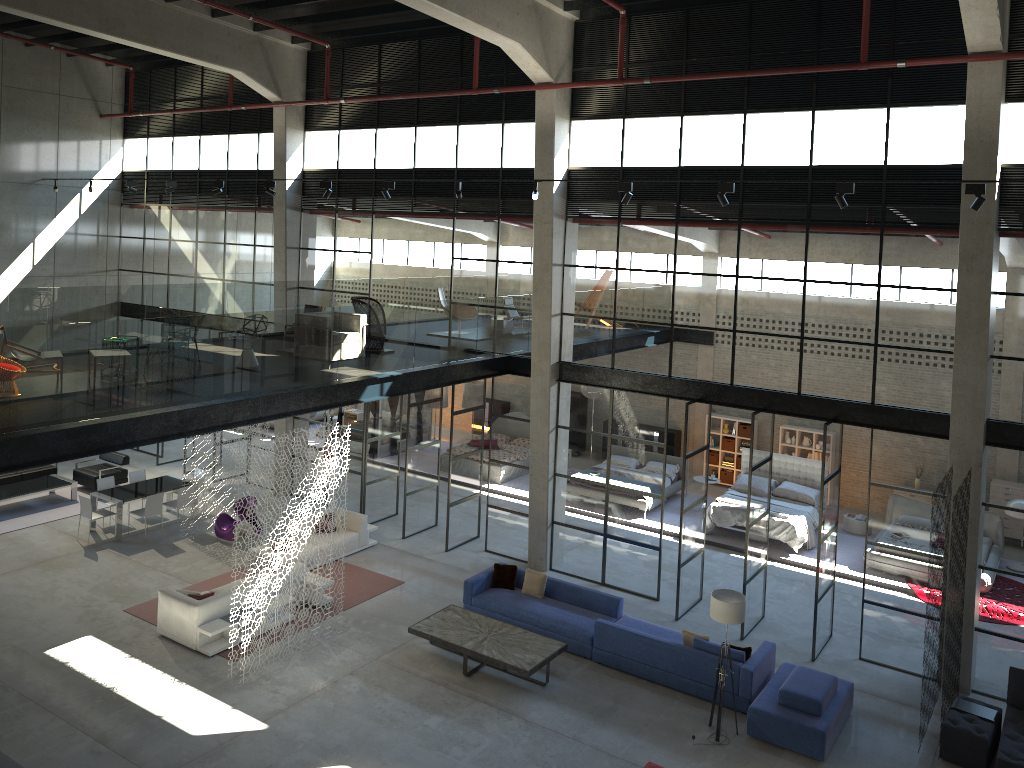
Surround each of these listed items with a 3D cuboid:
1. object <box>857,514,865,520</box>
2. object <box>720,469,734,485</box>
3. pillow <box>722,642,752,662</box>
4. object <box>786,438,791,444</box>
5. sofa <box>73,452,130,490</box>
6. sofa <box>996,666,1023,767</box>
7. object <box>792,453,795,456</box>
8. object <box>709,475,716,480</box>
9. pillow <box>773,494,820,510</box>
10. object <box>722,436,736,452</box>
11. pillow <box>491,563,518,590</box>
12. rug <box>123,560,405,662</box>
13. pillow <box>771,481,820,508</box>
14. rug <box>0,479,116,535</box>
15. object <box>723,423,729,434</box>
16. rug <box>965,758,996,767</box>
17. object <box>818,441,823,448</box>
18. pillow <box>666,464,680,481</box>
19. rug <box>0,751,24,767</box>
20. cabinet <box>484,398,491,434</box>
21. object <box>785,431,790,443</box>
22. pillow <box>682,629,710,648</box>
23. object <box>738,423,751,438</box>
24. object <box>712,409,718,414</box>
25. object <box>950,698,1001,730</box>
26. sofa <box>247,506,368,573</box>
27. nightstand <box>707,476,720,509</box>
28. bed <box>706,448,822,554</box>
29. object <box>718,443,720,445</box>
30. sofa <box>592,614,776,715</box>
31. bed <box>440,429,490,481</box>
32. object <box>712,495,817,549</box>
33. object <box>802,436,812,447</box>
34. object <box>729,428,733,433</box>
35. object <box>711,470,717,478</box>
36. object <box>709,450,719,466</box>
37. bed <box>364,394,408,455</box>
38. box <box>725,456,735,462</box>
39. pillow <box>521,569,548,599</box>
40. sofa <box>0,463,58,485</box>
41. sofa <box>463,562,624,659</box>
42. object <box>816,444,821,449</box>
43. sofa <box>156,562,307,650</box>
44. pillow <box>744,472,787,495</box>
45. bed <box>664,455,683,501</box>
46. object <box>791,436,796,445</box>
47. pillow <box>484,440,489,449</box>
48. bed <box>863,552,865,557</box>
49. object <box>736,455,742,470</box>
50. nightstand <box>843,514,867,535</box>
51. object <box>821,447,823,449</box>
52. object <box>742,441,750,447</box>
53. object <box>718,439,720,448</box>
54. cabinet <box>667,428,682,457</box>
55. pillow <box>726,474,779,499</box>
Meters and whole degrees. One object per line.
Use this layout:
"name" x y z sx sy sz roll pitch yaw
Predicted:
"object" 7.444 2.827 18.700 0.168 0.089 0.170 -5 11 -43
"object" 5.457 2.330 22.106 0.325 0.296 0.325 6 7 33
"pillow" 3.032 3.685 11.877 0.399 0.370 0.261 4 4 12
"object" 6.689 1.373 21.210 0.110 0.156 0.110 7 6 44
"sofa" -9.259 1.975 19.774 0.956 0.755 0.824 7 7 33
"sofa" 7.646 4.405 9.478 4.177 0.864 1.835 9 10 33
"object" 6.805 1.767 21.179 0.099 0.202 0.100 0 4 -40
"object" 4.530 2.100 19.805 0.168 0.089 0.170 2 8 -5
"pillow" 6.174 2.408 18.858 0.965 0.328 0.719 8 10 34
"object" 5.498 1.509 22.082 0.325 0.296 0.325 6 7 33
"pillow" -0.119 3.135 14.301 0.399 0.370 0.261 4 4 12
"rug" -3.961 3.491 14.458 2.664 0.020 3.650 9 12 33
"pillow" 6.132 2.321 18.796 0.985 0.290 0.695 9 11 35
"rug" -10.018 2.554 18.419 2.425 0.025 3.410 9 12 33
"object" 5.383 1.127 22.057 0.154 0.247 0.155 4 4 25
"rug" 6.412 4.920 8.710 3.651 0.020 2.663 9 12 33
"object" 7.379 1.448 20.903 0.174 0.168 0.176 3 6 1
"pillow" 3.061 1.978 21.163 1.940 0.311 0.551 9 10 33
"rug" -7.349 4.308 8.813 2.664 0.020 3.650 9 12 33
"cabinet" -0.633 1.067 26.105 1.047 1.155 0.451 6 4 33
"object" 6.699 1.295 21.343 0.094 0.261 0.095 2 2 -6
"pillow" 2.554 3.614 12.143 0.404 0.379 0.207 6 5 34
"object" 5.847 1.160 21.852 0.325 0.296 0.325 6 7 33
"object" 5.181 0.688 22.465 0.235 0.150 0.053 7 4 31
"object" 5.771 4.100 10.939 0.522 0.099 0.302 10 12 38
"sofa" -3.709 2.887 16.095 0.948 0.664 2.159 7 10 33
"nightstand" 4.377 2.499 19.803 0.601 0.696 0.607 3 5 5
"bed" 5.386 2.407 18.541 2.232 1.409 2.329 7 9 32
"object" 5.286 1.546 22.387 0.065 0.106 0.066 2 4 -12
"sofa" 2.422 3.749 12.440 2.350 0.718 1.059 8 9 33
"bed" -0.402 1.525 22.588 2.043 1.272 2.353 7 9 33
"object" 5.114 2.802 18.144 2.296 0.655 0.654 9 8 36
"object" 7.064 1.378 21.009 0.165 0.250 0.167 2 4 -12
"object" 5.511 1.174 22.154 0.185 0.131 0.187 2 7 -3
"object" 5.130 2.311 22.296 0.139 0.234 0.140 1 4 -20
"object" 5.146 1.869 22.313 0.325 0.296 0.325 6 7 33
"bed" -3.719 0.671 24.415 2.261 2.068 2.323 6 7 33
"box" 5.500 1.895 22.140 0.214 0.108 0.132 8 8 33
"pillow" 0.360 3.196 14.034 0.404 0.379 0.207 6 5 34
"sofa" -11.253 2.013 19.044 0.825 0.752 2.467 6 10 33
"sofa" 0.473 3.500 13.748 2.350 0.601 1.059 9 10 33
"object" 7.263 1.486 20.816 0.116 0.112 0.116 7 7 36
"sofa" -4.264 3.300 13.527 0.953 0.665 2.150 7 10 33
"pillow" 5.548 2.216 19.429 1.059 0.320 0.491 8 9 33
"bed" 2.688 2.217 20.519 2.271 0.863 2.409 8 10 33
"object" 6.806 1.356 21.211 0.100 0.202 0.100 1 3 -28
"pillow" -0.717 1.521 22.346 0.878 0.211 0.638 4 9 12
"bed" 8.211 3.020 17.033 2.256 0.919 2.570 8 10 33
"object" 5.804 1.968 21.877 0.325 0.296 0.325 6 7 33
"nightstand" 7.391 3.005 18.765 0.582 0.297 0.483 7 9 30
"object" 7.354 1.525 20.755 0.065 0.063 0.066 2 6 -9
"object" 5.859 1.507 21.872 0.261 0.133 0.058 8 5 33
"object" 5.272 1.504 22.267 0.081 0.227 0.082 1 3 -26
"cabinet" 3.449 1.692 23.472 2.095 1.153 0.451 8 5 33
"pillow" 5.301 2.242 19.227 1.033 0.371 0.668 9 10 36
